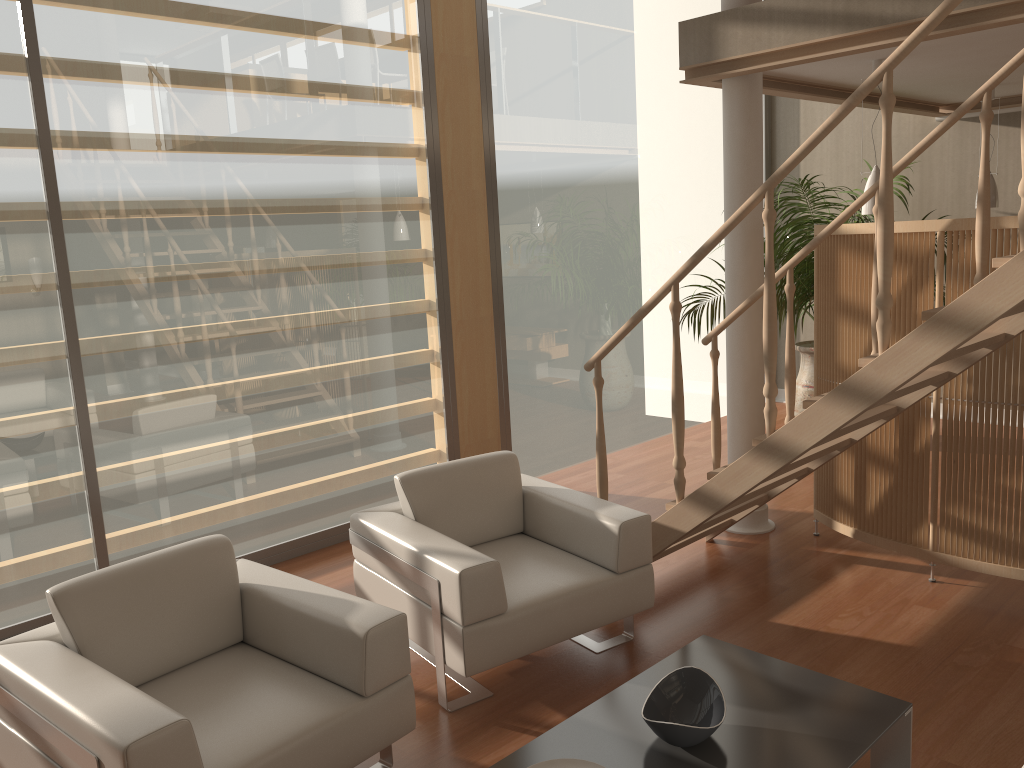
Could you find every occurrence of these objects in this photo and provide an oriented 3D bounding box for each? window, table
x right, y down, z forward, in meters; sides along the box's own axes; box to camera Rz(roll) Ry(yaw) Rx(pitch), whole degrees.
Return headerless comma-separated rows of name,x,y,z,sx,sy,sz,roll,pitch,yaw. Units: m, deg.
window,-2.769,-0.357,3.199,2.095,3.100,0.020,-12,13,-43
window,-1.226,-0.688,4.653,2.095,3.100,0.020,-12,13,-43
table,0.458,1.123,2.368,1.260,0.293,0.700,-12,13,-43
window,1.054,-1.936,6.786,3.340,5.200,0.020,-12,13,-43

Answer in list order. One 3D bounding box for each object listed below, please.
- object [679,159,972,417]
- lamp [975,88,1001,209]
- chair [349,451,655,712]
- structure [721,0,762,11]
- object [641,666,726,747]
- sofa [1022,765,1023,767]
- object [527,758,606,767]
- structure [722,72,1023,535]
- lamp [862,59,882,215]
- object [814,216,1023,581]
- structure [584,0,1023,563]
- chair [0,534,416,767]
object,2.359,-0.510,6.742,2.109,2.304,2.157,4,12,38
lamp,3.200,-1.588,5.952,0.139,0.800,0.139,0,10,20
chair,-0.056,0.722,3.615,0.900,0.740,0.905,-10,11,-34
structure,1.105,-3.047,4.322,0.200,2.400,0.200,-12,13,-43
object,0.469,0.902,2.421,0.223,0.125,0.317,0,10,17
sofa,1.229,1.006,1.510,1.781,0.740,0.905,-12,13,-43
object,0.131,1.015,2.179,0.294,0.020,0.294,0,10,18
structure,3.205,-0.012,1.494,8.342,2.533,10.775,-12,13,-43
lamp,1.951,-1.315,4.746,0.139,0.800,0.139,-9,11,-29
object,2.208,0.073,3.710,0.233,1.542,2.229,-11,12,-38
structure,1.704,-0.725,3.070,1.000,3.578,3.150,-12,13,-43
chair,-0.927,0.930,2.670,0.905,0.740,0.900,5,13,40
